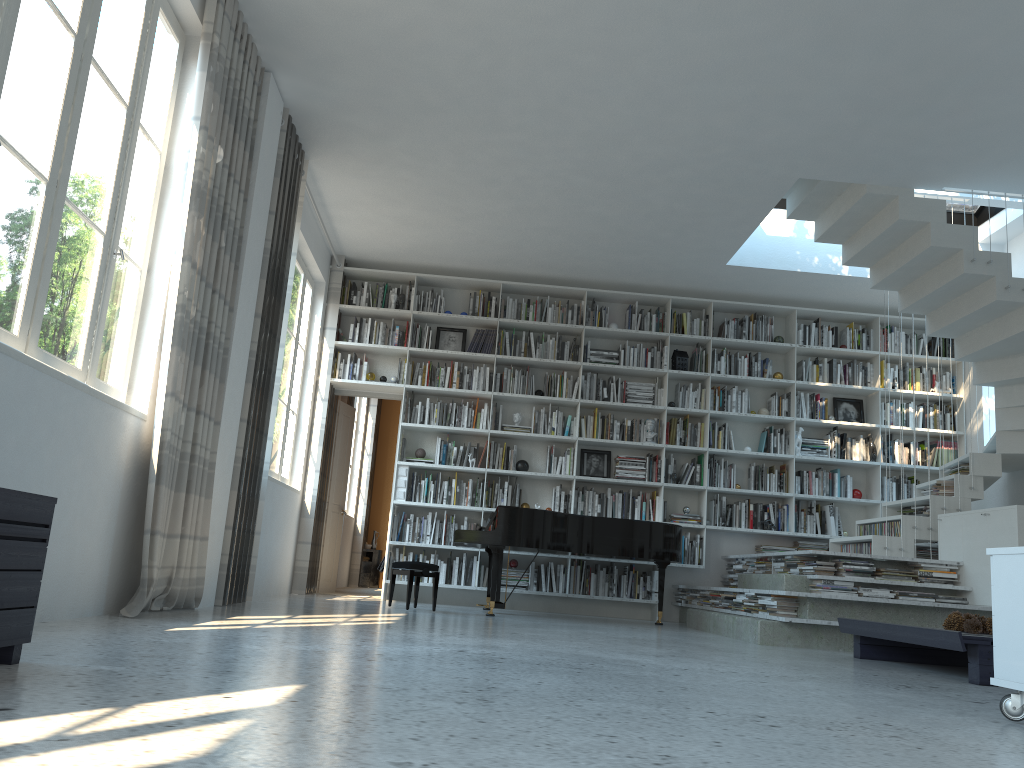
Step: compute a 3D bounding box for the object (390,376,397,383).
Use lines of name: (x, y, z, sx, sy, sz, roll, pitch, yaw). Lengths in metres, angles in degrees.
object: (-1.147, -0.039, 8.624, 0.071, 0.072, 0.071, 10, -13, -24)

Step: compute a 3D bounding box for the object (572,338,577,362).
object: (0.617, -0.325, 8.665, 0.075, 0.254, 0.075, 9, -13, -23)

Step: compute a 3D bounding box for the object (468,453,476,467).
object: (-0.382, 0.724, 8.383, 0.082, 0.139, 0.044, 8, -12, -18)

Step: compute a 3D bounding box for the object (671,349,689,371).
object: (1.660, -0.219, 8.766, 0.135, 0.247, 0.136, 7, -12, -12)

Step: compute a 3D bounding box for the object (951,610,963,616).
object: (2.304, 1.224, 4.586, 0.090, 0.105, 0.098, 0, -13, 19)

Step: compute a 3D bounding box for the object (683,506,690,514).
object: (1.663, 1.203, 8.451, 0.072, 0.072, 0.071, 15, -16, -42)

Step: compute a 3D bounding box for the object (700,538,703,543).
object: (1.789, 1.590, 8.400, 0.011, 0.259, 0.142, 5, -12, -2)

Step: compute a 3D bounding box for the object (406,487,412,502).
object: (-0.965, 1.036, 8.310, 0.045, 0.146, 0.045, -4, -14, 36)

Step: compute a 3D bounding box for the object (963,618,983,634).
object: (2.240, 1.178, 4.304, 0.081, 0.083, 0.099, 4, -12, 3)

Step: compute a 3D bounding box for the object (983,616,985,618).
object: (2.470, 1.261, 4.623, 0.086, 0.100, 0.078, 11, -13, -27)

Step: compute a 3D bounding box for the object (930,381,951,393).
object: (4.250, 0.042, 8.788, 0.203, 0.136, 0.095, 1, -12, 14)

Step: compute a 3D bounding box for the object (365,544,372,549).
object: (-2.018, 2.277, 12.394, 0.118, 0.061, 0.118, 3, -12, 5)

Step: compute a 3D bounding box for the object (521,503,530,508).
object: (0.125, 1.181, 8.470, 0.091, 0.092, 0.091, 10, -13, -24)

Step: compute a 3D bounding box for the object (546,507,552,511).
object: (0.349, 1.205, 8.433, 0.061, 0.062, 0.061, 15, -16, -42)

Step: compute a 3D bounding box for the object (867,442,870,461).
object: (3.490, 0.689, 8.745, 0.022, 0.211, 0.179, 5, -12, -2)

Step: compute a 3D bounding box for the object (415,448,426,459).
object: (-0.878, 0.670, 8.511, 0.105, 0.106, 0.105, 10, -13, -24)

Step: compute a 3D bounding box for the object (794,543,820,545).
object: (2.873, 1.548, 8.556, 0.254, 0.005, 0.161, 5, -12, -2)

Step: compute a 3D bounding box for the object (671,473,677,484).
object: (1.544, 0.900, 8.445, 0.054, 0.113, 0.079, 5, -12, -3)

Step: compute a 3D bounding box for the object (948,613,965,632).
object: (2.257, 1.219, 4.515, 0.110, 0.101, 0.114, 9, -13, -19)

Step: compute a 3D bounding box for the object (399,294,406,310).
object: (-1.079, -0.789, 8.668, 0.067, 0.197, 0.068, -5, -15, 39)

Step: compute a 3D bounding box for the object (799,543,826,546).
object: (2.872, 1.553, 8.554, 0.254, 0.005, 0.161, 5, -12, -2)

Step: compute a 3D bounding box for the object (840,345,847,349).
object: (3.310, -0.357, 8.858, 0.072, 0.072, 0.071, 15, -16, -42)

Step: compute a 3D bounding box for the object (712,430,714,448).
object: (1.955, 0.562, 8.699, 0.013, 0.207, 0.140, 5, -12, -2)

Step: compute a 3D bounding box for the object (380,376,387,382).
object: (-1.254, -0.043, 8.640, 0.071, 0.072, 0.071, 10, -13, -24)

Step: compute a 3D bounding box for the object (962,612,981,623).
object: (2.330, 1.218, 4.513, 0.108, 0.108, 0.094, 12, -14, -34)

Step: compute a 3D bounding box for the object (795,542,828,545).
object: (2.873, 1.543, 8.557, 0.285, 0.005, 0.160, 5, -12, -2)

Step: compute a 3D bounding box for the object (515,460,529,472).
object: (0.099, 0.797, 8.535, 0.134, 0.135, 0.134, 15, -16, -42)

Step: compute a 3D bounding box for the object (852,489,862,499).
object: (3.348, 1.081, 8.637, 0.115, 0.116, 0.115, 10, -13, -24)

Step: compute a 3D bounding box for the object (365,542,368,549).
object: (-2.085, 2.274, 12.509, 0.106, 0.103, 0.106, 3, -12, 5)

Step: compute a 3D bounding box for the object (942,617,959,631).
object: (2.207, 1.211, 4.458, 0.082, 0.084, 0.083, 2, -12, 12)

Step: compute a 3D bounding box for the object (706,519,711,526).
object: (1.875, 1.337, 8.516, 0.072, 0.072, 0.071, 15, -16, -42)

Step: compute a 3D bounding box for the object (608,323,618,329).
object: (1.006, -0.557, 8.833, 0.105, 0.105, 0.105, 10, -13, -24)

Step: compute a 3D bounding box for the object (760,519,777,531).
object: (2.429, 1.334, 8.394, 0.160, 0.113, 0.065, 8, -12, -14)

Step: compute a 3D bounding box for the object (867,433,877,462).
object: (3.499, 0.625, 8.617, 0.087, 0.287, 0.075, -3, -14, 32)

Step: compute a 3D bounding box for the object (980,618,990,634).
object: (2.420, 1.235, 4.519, 0.106, 0.086, 0.091, 2, -12, 12)

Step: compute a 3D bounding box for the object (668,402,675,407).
object: (1.557, 0.207, 8.646, 0.072, 0.072, 0.071, 15, -16, -42)

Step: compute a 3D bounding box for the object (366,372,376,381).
object: (-1.366, -0.071, 8.590, 0.087, 0.087, 0.087, 15, -16, -42)

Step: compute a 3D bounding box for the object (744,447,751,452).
object: (2.298, 0.646, 8.646, 0.072, 0.072, 0.071, 15, -16, -42)

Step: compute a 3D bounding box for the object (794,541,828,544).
object: (2.875, 1.530, 8.548, 0.285, 0.005, 0.160, 4, -12, 3)

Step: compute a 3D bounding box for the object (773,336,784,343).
object: (2.659, -0.428, 8.839, 0.104, 0.105, 0.104, 15, -16, -42)

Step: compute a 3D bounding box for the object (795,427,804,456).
object: (2.771, 0.560, 8.573, 0.087, 0.287, 0.075, -3, -14, 32)

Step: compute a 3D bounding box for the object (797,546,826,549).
object: (2.867, 1.579, 8.549, 0.254, 0.005, 0.161, 5, -12, -2)

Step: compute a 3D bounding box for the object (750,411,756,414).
object: (2.372, 0.298, 8.743, 0.068, 0.068, 0.068, 10, -13, -24)

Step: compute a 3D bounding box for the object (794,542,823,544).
object: (2.874, 1.537, 8.556, 0.254, 0.005, 0.161, 5, -12, -1)

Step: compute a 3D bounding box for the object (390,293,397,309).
object: (-1.160, -0.796, 8.665, 0.067, 0.197, 0.068, -5, -15, 39)

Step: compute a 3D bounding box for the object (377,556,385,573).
object: (-0.959, 2.263, 11.587, 1.481, 0.539, 1.454, 5, -12, -3)

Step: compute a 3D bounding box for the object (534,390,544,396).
object: (0.264, 0.103, 8.664, 0.097, 0.098, 0.097, 15, -16, -42)

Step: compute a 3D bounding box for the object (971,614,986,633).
object: (2.419, 1.241, 4.587, 0.097, 0.102, 0.099, 12, -14, -31)

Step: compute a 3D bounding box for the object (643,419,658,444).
object: (1.332, 0.464, 8.547, 0.137, 0.243, 0.138, 13, -14, -36)

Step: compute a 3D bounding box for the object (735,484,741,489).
object: (2.182, 1.005, 8.604, 0.072, 0.072, 0.071, 15, -16, -42)

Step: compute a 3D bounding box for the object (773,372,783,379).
object: (2.631, -0.068, 8.771, 0.100, 0.101, 0.100, 10, -13, -24)

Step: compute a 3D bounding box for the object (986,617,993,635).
object: (2.408, 1.210, 4.413, 0.083, 0.099, 0.092, 4, -12, 3)

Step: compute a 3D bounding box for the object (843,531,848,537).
object: (3.214, 1.454, 8.578, 0.072, 0.072, 0.071, 15, -16, -42)

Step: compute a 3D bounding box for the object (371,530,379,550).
object: (-1.939, 2.203, 12.515, 0.091, 0.267, 0.091, -7, -16, 43)

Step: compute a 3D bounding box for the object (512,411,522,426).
object: (0.050, 0.343, 8.646, 0.095, 0.156, 0.121, 2, -12, 12)

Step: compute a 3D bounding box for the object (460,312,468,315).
object: (-0.477, -0.671, 8.789, 0.083, 0.083, 0.082, 10, -13, -24)

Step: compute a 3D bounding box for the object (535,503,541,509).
object: (0.247, 1.177, 8.410, 0.060, 0.094, 0.078, 1, -12, 14)

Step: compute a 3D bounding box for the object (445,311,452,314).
object: (-0.633, -0.684, 8.783, 0.083, 0.083, 0.082, 10, -13, -24)

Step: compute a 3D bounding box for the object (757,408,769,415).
object: (2.487, 0.292, 8.774, 0.112, 0.112, 0.112, 10, -13, -24)
